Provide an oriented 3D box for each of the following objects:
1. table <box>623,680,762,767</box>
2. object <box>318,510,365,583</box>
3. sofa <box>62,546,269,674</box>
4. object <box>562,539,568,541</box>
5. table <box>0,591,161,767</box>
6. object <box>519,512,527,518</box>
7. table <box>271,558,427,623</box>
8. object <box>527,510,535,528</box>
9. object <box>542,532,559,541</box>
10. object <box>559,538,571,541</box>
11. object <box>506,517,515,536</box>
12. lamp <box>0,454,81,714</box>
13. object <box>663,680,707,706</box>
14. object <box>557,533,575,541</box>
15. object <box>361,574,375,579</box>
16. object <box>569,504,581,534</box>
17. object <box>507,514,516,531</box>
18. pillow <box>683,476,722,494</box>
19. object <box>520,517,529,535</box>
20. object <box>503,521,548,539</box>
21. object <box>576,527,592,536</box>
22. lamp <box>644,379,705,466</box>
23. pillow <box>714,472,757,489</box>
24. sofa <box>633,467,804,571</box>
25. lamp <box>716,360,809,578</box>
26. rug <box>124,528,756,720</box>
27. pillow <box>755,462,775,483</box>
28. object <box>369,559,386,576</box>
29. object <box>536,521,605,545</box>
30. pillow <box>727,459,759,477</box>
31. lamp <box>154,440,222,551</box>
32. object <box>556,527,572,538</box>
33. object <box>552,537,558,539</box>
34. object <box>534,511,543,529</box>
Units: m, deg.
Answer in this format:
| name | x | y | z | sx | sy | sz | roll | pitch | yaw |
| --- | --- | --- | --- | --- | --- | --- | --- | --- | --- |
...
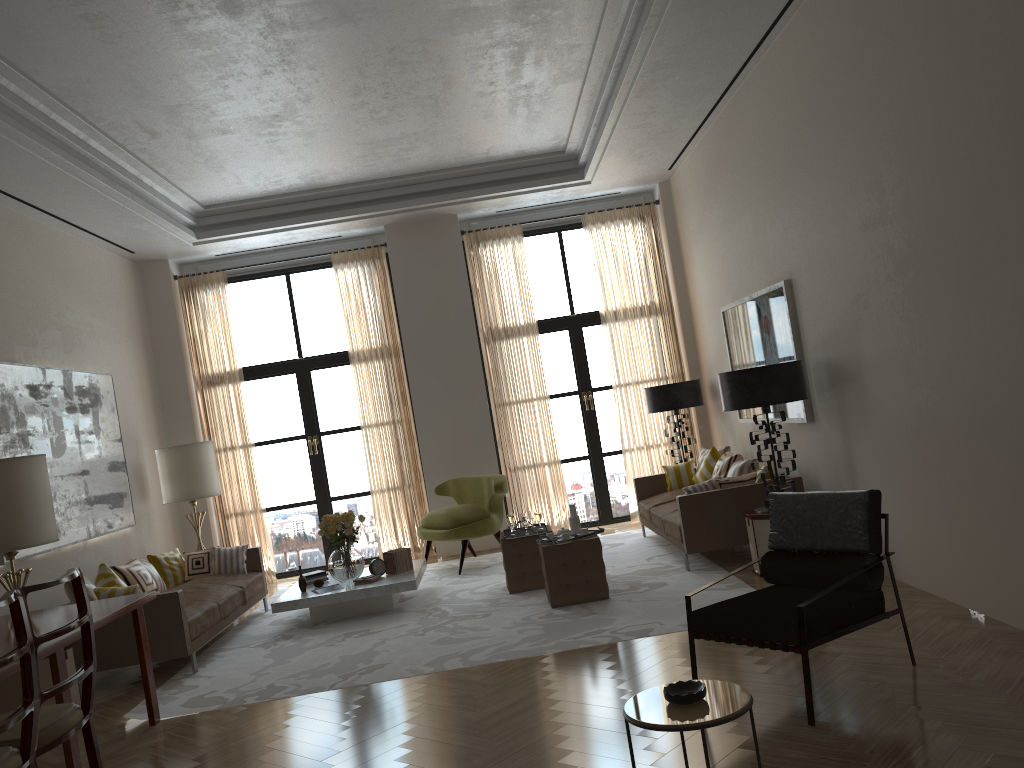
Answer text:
| name | x | y | z | sx | sy | sz | roll | pitch | yaw |
| --- | --- | --- | --- | --- | --- | --- | --- | --- | --- |
| table | 0.832 | 1.702 | 4.004 | 0.585 | 0.547 | 0.583 | -10 | -2 | 38 |
| object | -1.927 | 1.887 | 10.286 | 0.539 | 0.821 | 0.627 | -9 | -1 | -6 |
| sofa | -3.730 | 2.502 | 9.736 | 1.351 | 0.819 | 2.981 | -9 | -2 | -2 |
| object | 0.523 | 1.538 | 8.719 | 0.053 | 0.026 | 0.049 | -9 | -2 | 0 |
| table | -3.598 | 2.221 | 5.135 | 1.800 | 1.027 | 3.803 | -9 | -2 | -2 |
| object | 0.145 | 1.573 | 10.145 | 0.098 | 0.191 | 0.098 | -9 | -1 | -2 |
| table | -1.817 | 2.448 | 10.342 | 1.583 | 0.343 | 1.501 | -9 | -2 | -2 |
| object | 0.233 | 1.563 | 10.256 | 0.098 | 0.191 | 0.098 | -9 | -1 | -44 |
| object | 0.387 | 1.535 | 8.940 | 0.175 | 0.067 | 0.176 | -8 | -2 | -26 |
| object | 0.518 | 1.541 | 8.754 | 0.187 | 0.015 | 0.041 | -9 | -2 | -15 |
| object | -0.009 | 1.588 | 9.866 | 0.098 | 0.191 | 0.098 | -9 | -1 | 24 |
| lamp | -4.234 | 1.773 | 7.571 | 0.766 | 2.254 | 0.769 | -9 | -1 | -35 |
| object | 0.783 | 1.401 | 4.008 | 0.193 | 0.064 | 0.192 | -10 | -2 | 21 |
| object | 0.534 | 1.519 | 8.818 | 0.176 | 0.067 | 0.176 | -9 | -2 | 0 |
| object | -1.627 | 2.175 | 10.009 | 0.138 | 0.019 | 0.137 | -9 | -2 | -17 |
| object | 0.641 | 1.395 | 9.156 | 0.113 | 0.305 | 0.125 | -10 | -1 | 35 |
| object | 0.007 | 1.598 | 10.213 | 0.098 | 0.191 | 0.098 | -9 | -1 | -19 |
| pillow | 2.061 | 1.245 | 9.625 | 0.497 | 0.428 | 0.327 | -9 | -1 | -14 |
| object | 0.151 | 1.557 | 9.714 | 0.098 | 0.191 | 0.098 | -9 | -1 | -2 |
| object | 0.142 | 1.628 | 9.999 | 0.491 | 0.092 | 0.802 | -9 | -2 | -2 |
| object | 0.735 | 1.494 | 8.975 | 0.176 | 0.067 | 0.176 | -9 | -2 | -3 |
| lamp | 2.500 | 0.990 | 12.961 | 0.830 | 2.018 | 0.829 | -9 | -1 | 3 |
| pillow | 2.424 | 1.189 | 9.599 | 0.464 | 0.412 | 0.304 | -9 | -1 | -3 |
| sofa | 2.417 | 1.544 | 10.804 | 1.351 | 0.819 | 2.981 | -9 | -2 | -2 |
| lamp | 2.596 | 0.828 | 8.731 | 0.829 | 2.018 | 0.830 | -9 | -1 | -1 |
| rug | -0.540 | 2.367 | 9.966 | 5.517 | 0.065 | 5.735 | -9 | -2 | -2 |
| pillow | 2.746 | 1.108 | 9.696 | 0.297 | 0.475 | 0.515 | -9 | -1 | 20 |
| object | -1.550 | 2.123 | 10.241 | 0.204 | 0.209 | 0.082 | -8 | -1 | -40 |
| object | 0.589 | 1.510 | 8.981 | 0.719 | 0.101 | 0.442 | -8 | -2 | -38 |
| pillow | 2.739 | 1.174 | 10.565 | 0.371 | 0.565 | 0.660 | -9 | -1 | -6 |
| lamp | -4.347 | 1.953 | 12.232 | 0.766 | 2.254 | 0.769 | -9 | -1 | -39 |
| object | 0.526 | 1.511 | 9.063 | 0.176 | 0.105 | 0.136 | -9 | -1 | -5 |
| object | 0.428 | 1.546 | 8.886 | 0.080 | 0.027 | 0.052 | -7 | -2 | -44 |
| object | 0.310 | 1.541 | 10.000 | 0.098 | 0.191 | 0.098 | -9 | -1 | 24 |
